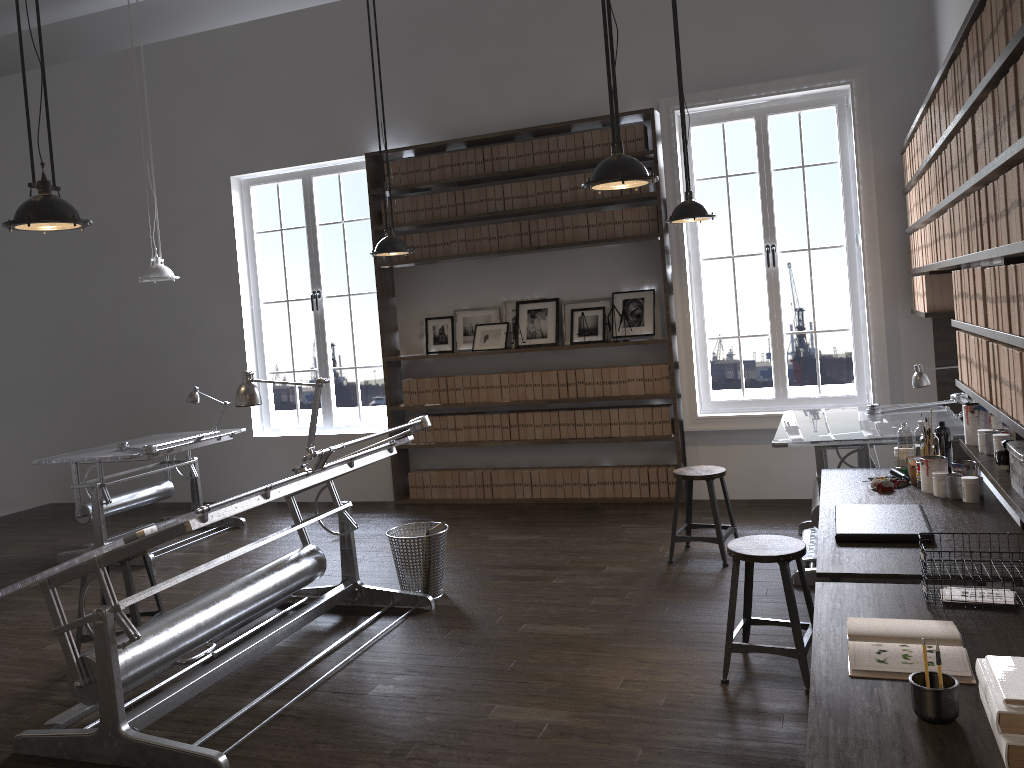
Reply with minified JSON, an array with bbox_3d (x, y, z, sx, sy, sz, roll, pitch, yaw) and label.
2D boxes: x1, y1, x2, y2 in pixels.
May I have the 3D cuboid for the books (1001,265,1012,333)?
[{"bbox_3d":[1.650,-0.269,2.787,0.174,0.225,0.067,-4,2,20],"label":"books"}]

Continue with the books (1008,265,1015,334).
[{"bbox_3d":[1.630,-0.261,2.714,0.174,0.225,0.067,-4,2,20],"label":"books"}]

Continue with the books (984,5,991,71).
[{"bbox_3d":[1.594,-1.096,2.784,0.174,0.225,0.067,-4,2,20],"label":"books"}]

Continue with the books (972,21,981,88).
[{"bbox_3d":[1.661,-1.117,2.985,0.174,0.225,0.067,-4,2,20],"label":"books"}]

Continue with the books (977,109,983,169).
[{"bbox_3d":[1.709,-0.848,3.050,0.174,0.225,0.067,-4,2,20],"label":"books"}]

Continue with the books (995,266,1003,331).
[{"bbox_3d":[1.700,-0.283,2.917,0.174,0.225,0.067,-4,2,20],"label":"books"}]

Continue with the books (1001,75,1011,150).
[{"bbox_3d":[1.543,-0.799,2.598,0.174,0.225,0.067,-4,2,20],"label":"books"}]

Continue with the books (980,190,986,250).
[{"bbox_3d":[1.751,-0.580,3.106,0.174,0.225,0.067,-4,2,20],"label":"books"}]

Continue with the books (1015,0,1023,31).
[{"bbox_3d":[1.427,-1.048,2.333,0.174,0.225,0.067,-4,2,20],"label":"books"}]

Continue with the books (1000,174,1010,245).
[{"bbox_3d":[1.599,-0.536,2.704,0.174,0.225,0.067,-4,2,20],"label":"books"}]

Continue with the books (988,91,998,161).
[{"bbox_3d":[1.612,-0.820,2.796,0.174,0.225,0.067,-4,2,20],"label":"books"}]

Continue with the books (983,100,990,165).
[{"bbox_3d":[1.659,-0.834,2.916,0.174,0.225,0.067,-4,2,20],"label":"books"}]

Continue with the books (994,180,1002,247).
[{"bbox_3d":[1.652,-0.551,2.833,0.174,0.225,0.067,-4,2,20],"label":"books"}]

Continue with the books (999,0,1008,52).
[{"bbox_3d":[1.497,-1.069,2.530,0.174,0.225,0.067,-4,2,20],"label":"books"}]

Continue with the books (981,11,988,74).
[{"bbox_3d":[1.619,-1.103,2.849,0.174,0.225,0.067,-4,2,20],"label":"books"}]

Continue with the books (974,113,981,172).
[{"bbox_3d":[1.735,-0.855,3.115,0.174,0.225,0.067,-4,2,20],"label":"books"}]

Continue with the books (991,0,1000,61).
[{"bbox_3d":[1.543,-1.082,2.651,0.174,0.225,0.067,-4,2,20],"label":"books"}]

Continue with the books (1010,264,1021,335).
[{"bbox_3d":[1.601,-0.254,2.649,0.174,0.225,0.067,-4,2,20],"label":"books"}]

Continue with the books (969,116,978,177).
[{"bbox_3d":[1.763,-0.865,3.210,0.174,0.225,0.067,-4,2,20],"label":"books"}]

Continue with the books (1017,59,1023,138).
[{"bbox_3d":[1.473,-0.777,2.390,0.174,0.225,0.067,-4,2,20],"label":"books"}]

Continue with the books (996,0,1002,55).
[{"bbox_3d":[1.524,-1.076,2.591,0.174,0.225,0.067,-4,2,20],"label":"books"}]

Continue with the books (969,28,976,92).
[{"bbox_3d":[1.685,-1.125,3.053,0.174,0.225,0.067,-4,2,20],"label":"books"}]

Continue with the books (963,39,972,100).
[{"bbox_3d":[1.737,-1.140,3.196,0.174,0.225,0.067,-4,2,20],"label":"books"}]

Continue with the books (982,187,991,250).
[{"bbox_3d":[1.721,-0.572,3.038,0.174,0.225,0.067,-4,2,20],"label":"books"}]

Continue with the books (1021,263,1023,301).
[{"bbox_3d":[1.557,-0.240,2.515,0.174,0.225,0.067,-4,2,20],"label":"books"}]

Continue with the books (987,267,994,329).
[{"bbox_3d":[1.742,-0.296,3.046,0.174,0.225,0.067,-4,2,20],"label":"books"}]

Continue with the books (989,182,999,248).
[{"bbox_3d":[1.672,-0.557,2.900,0.174,0.225,0.067,-4,2,20],"label":"books"}]

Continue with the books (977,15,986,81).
[{"bbox_3d":[1.639,-1.110,2.916,0.174,0.225,0.067,-4,2,20],"label":"books"}]

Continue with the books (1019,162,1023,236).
[{"bbox_3d":[1.512,-0.509,2.447,0.174,0.225,0.067,-4,2,20],"label":"books"}]

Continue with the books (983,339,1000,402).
[{"bbox_3d":[1.831,-0.054,3.234,0.174,0.225,0.067,-4,2,20],"label":"books"}]

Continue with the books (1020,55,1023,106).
[{"bbox_3d":[1.448,-0.771,2.329,0.174,0.225,0.067,-4,2,20],"label":"books"}]

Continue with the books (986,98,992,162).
[{"bbox_3d":[1.639,-0.827,2.857,0.174,0.225,0.067,-4,2,20],"label":"books"}]

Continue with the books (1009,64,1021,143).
[{"bbox_3d":[1.493,-0.785,2.461,0.174,0.225,0.067,-4,2,20],"label":"books"}]

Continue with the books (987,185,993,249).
[{"bbox_3d":[1.700,-0.565,2.966,0.174,0.225,0.067,-4,2,20],"label":"books"}]

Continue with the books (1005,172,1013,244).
[{"bbox_3d":[1.581,-0.530,2.640,0.174,0.225,0.067,-4,2,20],"label":"books"}]

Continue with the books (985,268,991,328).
[{"bbox_3d":[1.770,-0.304,3.113,0.174,0.225,0.067,-4,2,20],"label":"books"}]

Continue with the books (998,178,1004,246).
[{"bbox_3d":[1.628,-0.543,2.766,0.174,0.225,0.067,-4,2,20],"label":"books"}]

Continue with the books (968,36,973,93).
[{"bbox_3d":[1.711,-1.131,3.111,0.174,0.225,0.067,-4,2,20],"label":"books"}]

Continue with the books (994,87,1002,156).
[{"bbox_3d":[1.595,-0.814,2.730,0.174,0.225,0.067,-4,2,20],"label":"books"}]

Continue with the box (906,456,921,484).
[{"bbox_3d":[1.814,0.374,3.886,0.137,0.083,0.212,-3,4,20],"label":"box"}]

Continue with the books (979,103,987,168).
[{"bbox_3d":[1.682,-0.841,2.985,0.174,0.225,0.067,-4,2,20],"label":"books"}]

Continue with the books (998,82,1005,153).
[{"bbox_3d":[1.571,-0.807,2.663,0.174,0.225,0.067,-4,2,20],"label":"books"}]

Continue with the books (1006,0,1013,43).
[{"bbox_3d":[1.479,-1.062,2.465,0.174,0.225,0.067,-4,2,20],"label":"books"}]

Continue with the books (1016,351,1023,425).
[{"bbox_3d":[1.621,0.009,2.655,0.174,0.225,0.067,-4,2,20],"label":"books"}]

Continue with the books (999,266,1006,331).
[{"bbox_3d":[1.680,-0.276,2.854,0.174,0.225,0.067,-4,2,20],"label":"books"}]

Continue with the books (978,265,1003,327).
[{"bbox_3d":[1.806,-0.322,3.224,0.174,0.225,0.067,-4,2,20],"label":"books"}]

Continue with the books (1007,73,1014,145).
[{"bbox_3d":[1.523,-0.793,2.530,0.174,0.225,0.067,-4,2,20],"label":"books"}]

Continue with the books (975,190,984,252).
[{"bbox_3d":[1.791,-0.599,3.218,0.174,0.225,0.067,-4,2,20],"label":"books"}]

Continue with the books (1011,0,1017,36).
[{"bbox_3d":[1.455,-1.055,2.398,0.174,0.225,0.067,-4,2,20],"label":"books"}]

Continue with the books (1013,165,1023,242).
[{"bbox_3d":[1.532,-0.516,2.514,0.174,0.225,0.067,-4,2,20],"label":"books"}]

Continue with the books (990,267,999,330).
[{"bbox_3d":[1.718,-0.289,2.978,0.174,0.225,0.067,-4,2,20],"label":"books"}]

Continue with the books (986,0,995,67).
[{"bbox_3d":[1.566,-1.089,2.720,0.174,0.225,0.067,-4,2,20],"label":"books"}]

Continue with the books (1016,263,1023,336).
[{"bbox_3d":[1.581,-0.247,2.581,0.174,0.225,0.067,-4,2,20],"label":"books"}]

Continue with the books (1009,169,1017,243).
[{"bbox_3d":[1.558,-0.523,2.582,0.174,0.225,0.067,-4,2,20],"label":"books"}]
